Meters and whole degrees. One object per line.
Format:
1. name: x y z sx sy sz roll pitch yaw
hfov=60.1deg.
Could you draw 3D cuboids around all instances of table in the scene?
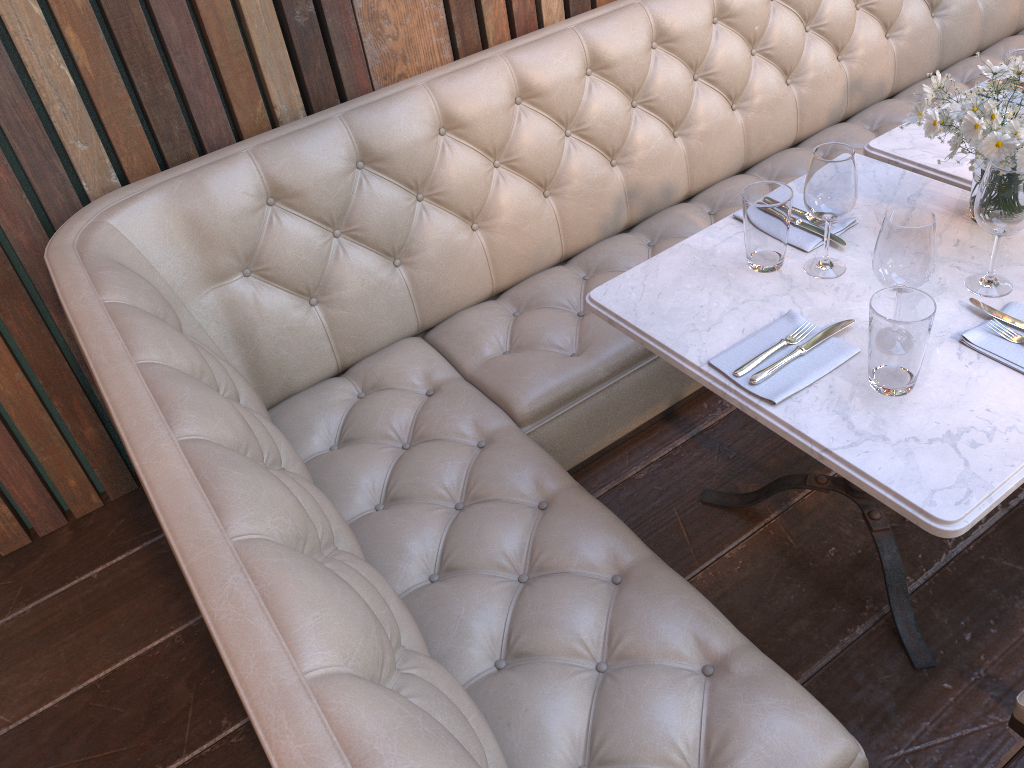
1. table: 1.397 -0.290 2.112 0.807 0.651 0.816 -28 41 -21
2. table: 0.727 0.080 1.804 0.808 0.651 0.815 -29 42 -22

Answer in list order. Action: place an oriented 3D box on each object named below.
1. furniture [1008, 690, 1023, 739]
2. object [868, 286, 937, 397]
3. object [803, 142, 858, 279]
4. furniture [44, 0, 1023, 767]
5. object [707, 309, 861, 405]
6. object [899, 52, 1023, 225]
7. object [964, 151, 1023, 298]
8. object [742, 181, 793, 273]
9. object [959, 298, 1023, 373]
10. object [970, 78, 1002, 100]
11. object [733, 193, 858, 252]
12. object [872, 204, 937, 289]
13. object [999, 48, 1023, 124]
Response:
1. furniture: 1.788 0.134 1.712 2.354 0.387 0.319 -29 42 -22
2. object: 0.592 -0.060 1.362 0.093 0.153 0.093 25 50 37
3. object: 0.577 -0.313 1.610 0.092 0.237 0.095 2 39 16
4. furniture: 1.142 -0.572 2.370 4.203 0.833 1.745 -29 42 -22
5. object: 0.474 -0.061 1.498 0.258 0.018 0.161 -28 42 -21
6. object: 0.921 -0.438 1.638 0.330 0.300 0.345 -20 39 -12
7. object: 0.828 -0.267 1.498 0.092 0.237 0.095 2 39 16
8. object: 0.481 -0.293 1.674 0.093 0.153 0.093 25 50 37
9. object: 0.842 -0.074 1.431 0.159 0.018 0.260 -28 42 -21
10. object: 1.252 -0.699 2.112 0.159 0.018 0.260 -28 42 -21
11. object: 0.595 -0.336 1.810 0.159 0.018 0.260 -28 42 -21
12. object: 0.622 -0.164 1.416 0.092 0.237 0.095 2 39 16
13. object: 1.138 -0.656 1.976 0.093 0.153 0.093 25 50 37
